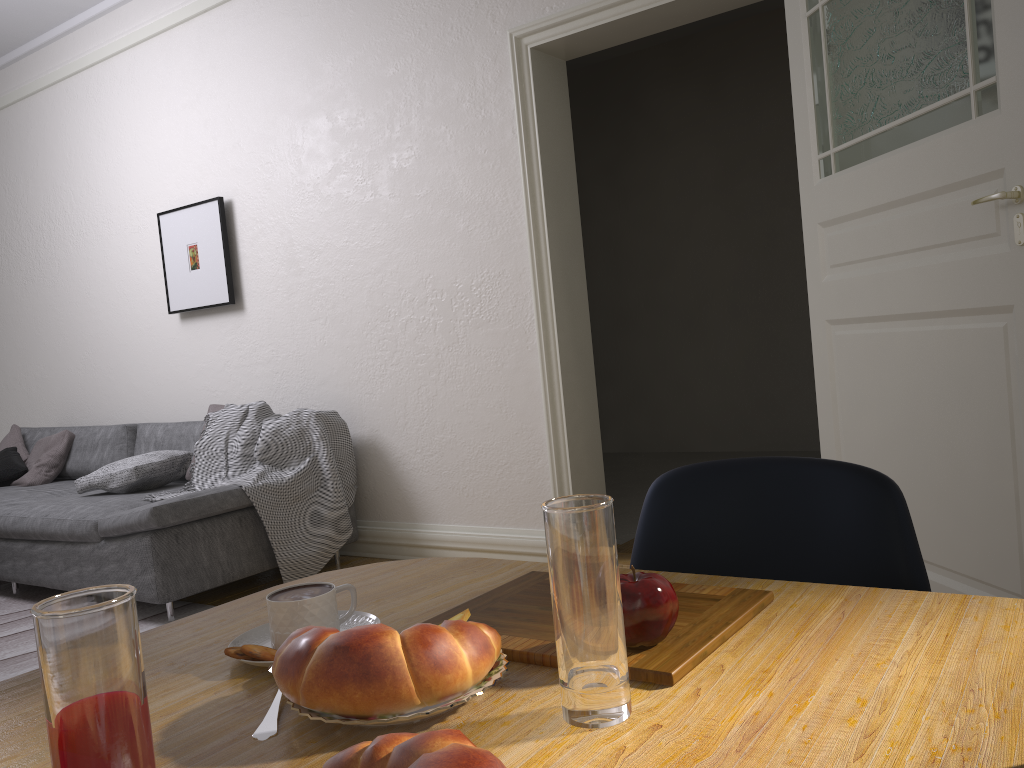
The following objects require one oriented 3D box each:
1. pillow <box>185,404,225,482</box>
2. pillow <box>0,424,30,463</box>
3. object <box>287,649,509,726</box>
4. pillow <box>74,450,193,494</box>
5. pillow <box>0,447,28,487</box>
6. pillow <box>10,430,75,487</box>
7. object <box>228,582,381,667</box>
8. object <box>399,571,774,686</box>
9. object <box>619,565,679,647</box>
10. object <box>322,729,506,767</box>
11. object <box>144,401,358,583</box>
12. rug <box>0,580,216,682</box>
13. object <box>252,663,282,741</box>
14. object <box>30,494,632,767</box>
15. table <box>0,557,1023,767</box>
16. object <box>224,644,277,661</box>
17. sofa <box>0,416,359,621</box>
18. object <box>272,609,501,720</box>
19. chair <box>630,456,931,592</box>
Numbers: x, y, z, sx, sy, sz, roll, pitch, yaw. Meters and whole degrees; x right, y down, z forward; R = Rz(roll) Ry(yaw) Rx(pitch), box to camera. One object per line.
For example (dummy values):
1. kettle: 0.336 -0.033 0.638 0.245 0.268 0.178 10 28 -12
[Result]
1. pillow: -1.377 0.292 4.278 0.418 0.390 0.246 -4 3 36
2. pillow: -3.163 0.486 5.473 0.359 0.448 0.470 -7 3 -33
3. object: -0.081 0.219 0.644 0.157 0.016 0.163 -3 4 43
4. pillow: -1.861 0.442 4.379 0.399 0.194 0.411 -4 3 22
5. pillow: -3.077 0.531 5.172 0.429 0.268 0.394 -7 3 -34
6. pillow: -2.807 0.445 5.238 0.415 0.318 0.344 -4 3 35
7. object: -0.182 0.206 0.775 0.131 0.049 0.129 -6 3 -7
8. object: 0.066 0.202 0.766 0.256 0.010 0.204 -4 3 36
9. object: 0.097 0.168 0.675 0.059 0.062 0.061 -3 4 38
10. object: -0.058 0.198 0.395 0.125 0.059 0.162 -5 3 4
11. object: -1.202 0.523 4.066 0.883 0.866 0.620 -6 3 1
12. rug: -1.871 1.034 2.967 3.637 0.008 1.987 -4 3 35
13. object: -0.172 0.226 0.656 0.030 0.020 0.137 -6 3 -6
14. object: -0.078 0.161 0.510 0.337 0.141 0.047 -7 3 -27
15. table: 0.195 0.587 0.355 1.471 0.745 0.930 -4 3 35
16. object: -0.213 0.224 0.738 0.058 0.020 0.039 -4 3 32
17. sofa: -2.272 0.629 4.715 3.000 0.772 1.123 -4 3 35
18. object: -0.087 0.194 0.640 0.167 0.068 0.148 -6 3 -16
19. chair: 0.248 0.520 1.014 0.568 0.803 0.533 -4 3 34
